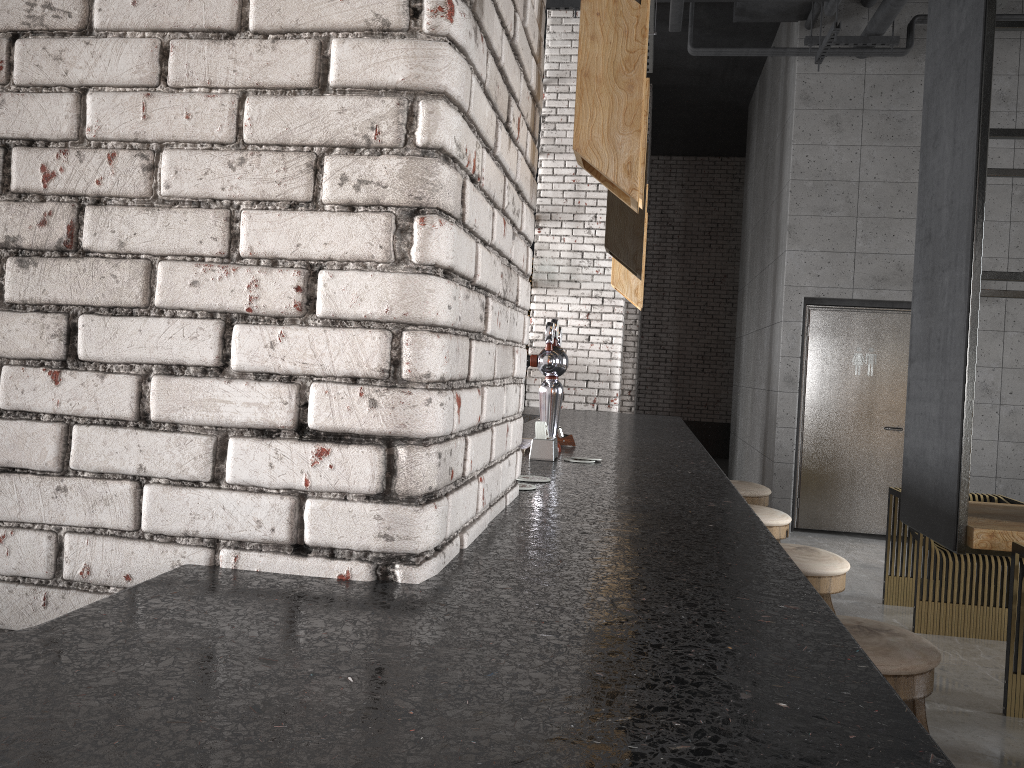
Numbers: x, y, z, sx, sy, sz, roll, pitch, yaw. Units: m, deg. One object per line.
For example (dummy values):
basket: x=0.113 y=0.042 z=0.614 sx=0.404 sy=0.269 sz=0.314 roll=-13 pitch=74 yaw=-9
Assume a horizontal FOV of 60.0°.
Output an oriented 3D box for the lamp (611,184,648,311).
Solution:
lamp: x=0.513 y=-1.109 z=3.650 sx=0.127 sy=1.607 sz=0.127 roll=3 pitch=0 yaw=9

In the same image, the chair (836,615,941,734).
chair: x=0.769 y=0.945 z=1.942 sx=0.480 sy=0.805 sz=0.439 roll=3 pitch=0 yaw=-33

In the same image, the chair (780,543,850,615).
chair: x=0.946 y=0.935 z=2.870 sx=0.439 sy=0.805 sz=0.480 roll=3 pitch=0 yaw=-3

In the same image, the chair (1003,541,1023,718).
chair: x=2.348 y=1.048 z=3.360 sx=0.657 sy=0.730 sz=0.638 roll=3 pitch=1 yaw=9

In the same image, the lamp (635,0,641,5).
lamp: x=0.131 y=-1.182 z=1.077 sx=0.127 sy=1.395 sz=0.127 roll=3 pitch=0 yaw=9

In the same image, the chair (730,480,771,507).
chair: x=1.209 y=0.913 z=4.643 sx=0.438 sy=0.805 sz=0.481 roll=3 pitch=0 yaw=-23

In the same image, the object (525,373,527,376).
object: x=0.188 y=-0.094 z=10.911 sx=0.079 sy=0.079 sz=0.281 roll=3 pitch=1 yaw=8

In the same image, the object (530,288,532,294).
object: x=0.244 y=-1.143 z=10.892 sx=0.079 sy=0.079 sz=0.283 roll=3 pitch=1 yaw=9

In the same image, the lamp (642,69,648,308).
lamp: x=0.611 y=-1.147 z=4.294 sx=0.127 sy=1.547 sz=0.127 roll=3 pitch=0 yaw=9

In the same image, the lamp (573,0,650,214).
lamp: x=0.224 y=-1.115 z=1.720 sx=0.127 sy=1.547 sz=0.127 roll=3 pitch=0 yaw=9

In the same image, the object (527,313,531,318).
object: x=0.222 y=-0.828 z=10.870 sx=0.079 sy=0.079 sz=0.283 roll=3 pitch=1 yaw=9

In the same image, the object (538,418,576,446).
object: x=0.151 y=0.161 z=3.080 sx=0.091 sy=0.091 sz=0.178 roll=3 pitch=1 yaw=-16

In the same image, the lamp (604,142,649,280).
lamp: x=0.418 y=-1.131 z=3.007 sx=0.127 sy=1.547 sz=0.127 roll=3 pitch=0 yaw=9

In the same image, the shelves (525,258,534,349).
shelves: x=0.215 y=-0.471 z=10.957 sx=0.889 sy=2.148 sz=0.251 roll=3 pitch=0 yaw=9

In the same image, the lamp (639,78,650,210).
lamp: x=0.324 y=-1.186 z=2.364 sx=0.127 sy=1.420 sz=0.127 roll=3 pitch=0 yaw=9

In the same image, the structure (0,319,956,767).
structure: x=-1.525 y=0.462 z=3.010 sx=4.311 sy=1.533 sz=5.876 roll=3 pitch=1 yaw=9

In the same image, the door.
door: x=3.069 y=0.306 z=7.885 sx=1.120 sy=2.103 sz=0.158 roll=3 pitch=0 yaw=9

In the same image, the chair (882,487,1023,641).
chair: x=2.595 y=1.025 z=5.138 sx=0.657 sy=0.730 sz=0.638 roll=3 pitch=1 yaw=8

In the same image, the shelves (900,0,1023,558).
shelves: x=2.230 y=-1.382 z=1.683 sx=1.003 sy=4.366 sz=6.147 roll=3 pitch=1 yaw=9

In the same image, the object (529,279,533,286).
object: x=0.247 y=-1.248 z=10.873 sx=0.079 sy=0.079 sz=0.283 roll=3 pitch=1 yaw=9

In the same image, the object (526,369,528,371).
object: x=0.187 y=-0.198 z=10.869 sx=0.079 sy=0.079 sz=0.281 roll=3 pitch=1 yaw=8

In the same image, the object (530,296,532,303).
object: x=0.235 y=-1.038 z=10.873 sx=0.079 sy=0.079 sz=0.283 roll=3 pitch=1 yaw=9

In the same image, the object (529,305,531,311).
object: x=0.234 y=-0.933 z=10.908 sx=0.079 sy=0.079 sz=0.283 roll=3 pitch=1 yaw=9

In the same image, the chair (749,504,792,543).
chair: x=0.941 y=0.916 z=3.781 sx=0.439 sy=0.805 sz=0.480 roll=3 pitch=0 yaw=7

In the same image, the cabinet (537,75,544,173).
cabinet: x=-2.249 y=-2.748 z=10.687 sx=5.864 sy=1.768 sz=0.682 roll=3 pitch=0 yaw=9

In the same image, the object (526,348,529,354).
object: x=0.201 y=-0.408 z=10.883 sx=0.079 sy=0.079 sz=0.281 roll=3 pitch=1 yaw=8

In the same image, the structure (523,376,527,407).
structure: x=-2.810 y=0.379 z=8.361 sx=5.801 sy=1.346 sz=1.511 roll=3 pitch=1 yaw=9

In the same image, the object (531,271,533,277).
object: x=0.258 y=-1.353 z=10.907 sx=0.079 sy=0.079 sz=0.283 roll=3 pitch=1 yaw=9

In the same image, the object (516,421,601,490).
object: x=0.113 y=0.169 z=2.249 sx=0.200 sy=0.106 sz=0.766 roll=3 pitch=1 yaw=9

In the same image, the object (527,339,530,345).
object: x=0.209 y=-0.513 z=10.892 sx=0.079 sy=0.079 sz=0.281 roll=3 pitch=1 yaw=8
